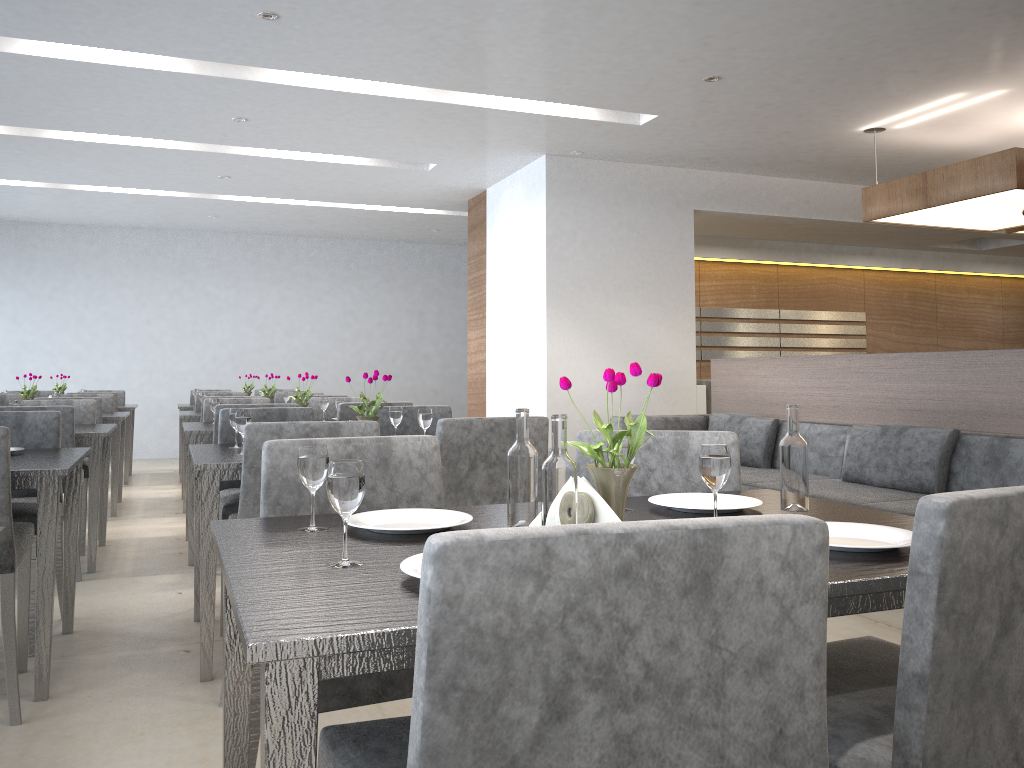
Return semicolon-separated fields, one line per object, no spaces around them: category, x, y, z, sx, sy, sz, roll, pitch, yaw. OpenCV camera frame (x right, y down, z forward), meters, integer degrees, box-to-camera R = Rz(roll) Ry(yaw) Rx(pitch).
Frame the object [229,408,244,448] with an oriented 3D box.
object;-0.980;0.157;3.144;0.053;0.140;0.053;-2;-4;27

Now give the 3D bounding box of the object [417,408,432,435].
object;-0.310;0.157;3.146;0.053;0.140;0.053;-2;-4;27

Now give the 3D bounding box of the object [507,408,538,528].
object;0.018;0.142;1.486;0.052;0.202;0.051;-1;-4;21

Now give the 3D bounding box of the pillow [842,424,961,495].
pillow;1.870;0.357;4.313;0.181;0.321;0.636;1;-1;-21

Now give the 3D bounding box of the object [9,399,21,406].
object;-2.461;0.147;4.376;0.053;0.140;0.053;-1;-4;21

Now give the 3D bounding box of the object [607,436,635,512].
object;0.207;0.170;1.680;0.053;0.140;0.053;-2;-4;27

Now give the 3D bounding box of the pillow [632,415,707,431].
pillow;1.047;0.351;5.758;0.559;0.307;0.188;0;-3;-20

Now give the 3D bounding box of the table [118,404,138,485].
table;-3.795;0.507;7.399;1.188;0.637;0.775;0;-1;-21

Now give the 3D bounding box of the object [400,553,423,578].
object;-0.035;0.237;1.135;0.216;0.015;0.216;0;1;-41

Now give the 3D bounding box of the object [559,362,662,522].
object;0.165;0.104;1.406;0.154;0.278;0.103;1;-4;-24

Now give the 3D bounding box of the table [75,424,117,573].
table;-2.535;0.537;4.151;1.188;0.637;0.775;0;-1;-21

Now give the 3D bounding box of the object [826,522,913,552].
object;0.511;0.235;1.345;0.216;0.015;0.216;0;1;-41

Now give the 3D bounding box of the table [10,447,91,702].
table;-1.924;0.551;2.577;1.188;0.637;0.775;0;-1;-21

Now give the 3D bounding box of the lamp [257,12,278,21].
lamp;-1.096;-1.648;3.962;0.089;0.007;0.089;0;1;24

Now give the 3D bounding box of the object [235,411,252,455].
object;-0.874;0.160;2.872;0.053;0.140;0.053;-2;-4;27

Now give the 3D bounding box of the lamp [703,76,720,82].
lamp;1.084;-1.658;4.804;0.089;0.007;0.089;0;1;24

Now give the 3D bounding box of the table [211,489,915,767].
table;0.162;0.560;1.395;1.188;0.637;0.775;0;-1;-21

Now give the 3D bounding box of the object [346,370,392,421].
object;-0.505;0.088;3.134;0.154;0.278;0.103;1;-4;-24

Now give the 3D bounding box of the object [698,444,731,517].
object;0.339;0.172;1.474;0.053;0.140;0.053;-2;-4;27

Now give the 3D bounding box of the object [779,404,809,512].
object;0.538;0.140;1.687;0.052;0.202;0.051;-1;-4;21

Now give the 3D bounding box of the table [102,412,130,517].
table;-3.152;0.522;5.743;1.188;0.637;0.775;0;-1;-21

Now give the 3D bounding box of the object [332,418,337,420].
object;-0.910;0.202;5.007;0.216;0.015;0.216;0;1;25

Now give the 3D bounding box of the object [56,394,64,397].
object;-2.947;0.134;5.760;0.053;0.140;0.053;-2;-4;27

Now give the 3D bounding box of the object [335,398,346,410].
object;-0.913;0.143;4.699;0.053;0.140;0.053;-2;-4;27

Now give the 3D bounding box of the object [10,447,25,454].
object;-1.715;0.222;2.886;0.217;0.015;0.216;0;1;-21

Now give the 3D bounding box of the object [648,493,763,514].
object;0.372;0.231;1.704;0.216;0.015;0.216;0;1;-41

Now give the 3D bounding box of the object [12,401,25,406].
object;-2.330;0.149;4.170;0.053;0.140;0.053;-1;-4;21

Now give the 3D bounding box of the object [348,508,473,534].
object;-0.174;0.234;1.493;0.216;0.015;0.216;0;1;-41

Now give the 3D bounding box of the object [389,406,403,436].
object;-0.441;0.155;3.352;0.053;0.140;0.053;-2;-4;27

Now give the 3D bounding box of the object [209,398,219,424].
object;-1.582;0.143;4.697;0.053;0.140;0.053;-2;-4;27

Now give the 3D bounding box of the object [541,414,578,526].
object;0.068;0.144;1.265;0.052;0.202;0.051;-1;-4;21

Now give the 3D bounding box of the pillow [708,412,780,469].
pillow;1.409;0.346;5.500;0.181;0.321;0.636;1;-1;-21

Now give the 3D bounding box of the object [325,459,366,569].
object;-0.226;0.175;1.201;0.053;0.140;0.053;-2;-4;27

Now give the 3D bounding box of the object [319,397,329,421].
object;-1.044;0.141;4.905;0.053;0.140;0.053;-2;-4;27

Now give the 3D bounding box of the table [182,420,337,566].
table;-1.119;0.530;4.698;1.188;0.637;0.775;0;-1;-21

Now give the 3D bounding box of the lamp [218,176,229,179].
lamp;-2.341;-1.677;7.171;0.089;0.007;0.089;0;1;24

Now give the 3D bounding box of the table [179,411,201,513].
table;-1.736;0.516;6.289;1.188;0.637;0.775;0;-1;-21

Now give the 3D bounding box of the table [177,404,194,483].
table;-2.379;0.501;7.946;1.188;0.637;0.775;0;-1;-21

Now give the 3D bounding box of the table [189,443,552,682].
table;-0.508;0.545;3.123;1.188;0.637;0.775;0;-1;-21

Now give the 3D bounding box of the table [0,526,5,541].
table;-1.276;0.566;0.907;1.188;0.637;0.775;0;-1;-21

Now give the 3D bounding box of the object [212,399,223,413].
object;-1.477;0.146;4.426;0.053;0.140;0.053;-1;-4;21

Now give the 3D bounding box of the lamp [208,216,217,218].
lamp;-3.040;-1.694;8.974;0.089;0.007;0.089;0;1;24

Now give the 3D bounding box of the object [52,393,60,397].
object;-3.078;0.133;5.966;0.053;0.140;0.053;-2;-4;27

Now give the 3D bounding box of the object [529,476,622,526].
object;0.107;0.192;1.373;0.203;0.100;0.070;0;-2;39

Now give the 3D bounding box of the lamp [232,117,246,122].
lamp;-1.717;-1.663;5.561;0.089;0.007;0.089;0;1;24

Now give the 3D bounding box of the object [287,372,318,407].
object;-1.116;0.074;4.709;0.154;0.278;0.103;1;-4;-24

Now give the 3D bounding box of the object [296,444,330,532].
object;-0.331;0.172;1.472;0.053;0.140;0.053;-2;-4;27

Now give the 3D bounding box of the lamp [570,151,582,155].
lamp;0.463;-1.672;6.403;0.089;0.007;0.089;0;1;24
